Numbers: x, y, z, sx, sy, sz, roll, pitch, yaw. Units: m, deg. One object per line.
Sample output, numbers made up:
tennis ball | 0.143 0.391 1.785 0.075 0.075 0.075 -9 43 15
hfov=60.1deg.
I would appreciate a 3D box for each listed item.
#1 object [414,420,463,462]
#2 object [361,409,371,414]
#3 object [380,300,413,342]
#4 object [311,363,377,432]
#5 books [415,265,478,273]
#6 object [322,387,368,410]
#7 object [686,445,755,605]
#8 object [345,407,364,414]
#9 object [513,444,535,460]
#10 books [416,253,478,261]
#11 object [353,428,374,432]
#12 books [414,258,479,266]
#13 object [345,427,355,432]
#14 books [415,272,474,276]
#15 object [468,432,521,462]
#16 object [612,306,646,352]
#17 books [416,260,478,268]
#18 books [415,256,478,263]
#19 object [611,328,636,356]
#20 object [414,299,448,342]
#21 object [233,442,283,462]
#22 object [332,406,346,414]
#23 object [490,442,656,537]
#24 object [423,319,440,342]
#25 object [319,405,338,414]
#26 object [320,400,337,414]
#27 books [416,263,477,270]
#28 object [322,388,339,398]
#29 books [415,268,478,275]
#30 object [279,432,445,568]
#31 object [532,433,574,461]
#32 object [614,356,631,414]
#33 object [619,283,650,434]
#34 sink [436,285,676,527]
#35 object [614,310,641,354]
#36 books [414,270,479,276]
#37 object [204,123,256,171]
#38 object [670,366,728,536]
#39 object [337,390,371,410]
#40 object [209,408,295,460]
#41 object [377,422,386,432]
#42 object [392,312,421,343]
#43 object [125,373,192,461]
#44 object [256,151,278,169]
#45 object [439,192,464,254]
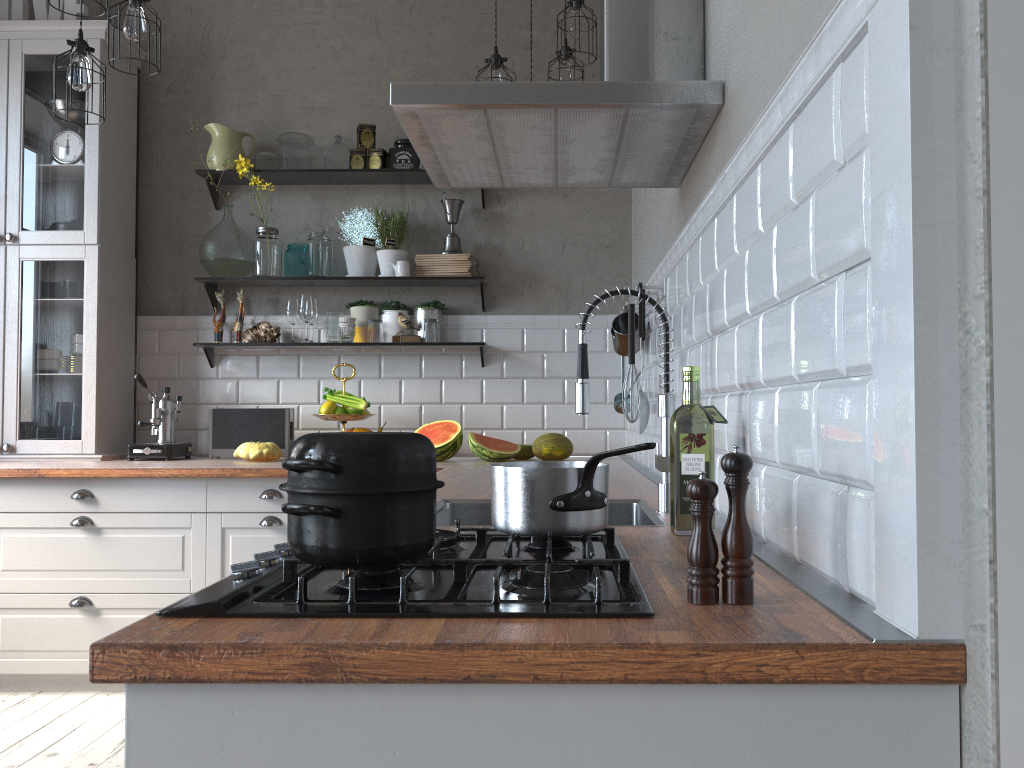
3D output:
object | -0.323 0.239 3.708 0.232 0.174 0.221 -1 -2 23
object | -0.648 0.129 3.895 0.052 0.050 0.049 0 -2 11
object | -0.545 -0.287 4.135 0.170 0.214 0.150 -1 -2 31
object | -0.738 0.120 3.886 0.355 0.425 0.348 0 -2 -13
books | -0.302 -0.530 4.105 0.260 0.011 0.158 0 -2 7
object | -0.725 0.063 3.862 0.210 0.101 0.067 0 -2 7
object | 0.223 0.149 0.950 0.073 0.167 0.036 0 -2 1
object | -0.690 0.130 3.865 0.077 0.062 0.099 1 -2 -25
object | 0.040 0.293 3.827 0.204 0.073 0.118 1 -2 -35
books | -0.302 -0.584 4.106 0.260 0.011 0.158 0 -2 7
object | -0.639 0.220 3.905 0.127 0.056 0.059 0 -2 -7
books | -0.302 -0.562 4.106 0.258 0.016 0.159 -1 -2 14
object | -0.715 0.239 3.947 0.085 0.093 0.086 0 -2 -2
books | -0.302 -0.497 4.104 0.260 0.011 0.158 0 -2 7
object | -0.067 0.261 3.655 0.227 0.127 0.147 0 -2 -16
object | 0.408 -0.193 3.069 0.107 0.161 0.138 -1 -2 19
books | -0.302 -0.551 4.105 0.260 0.011 0.158 0 -2 7
books | -0.302 -0.573 4.106 0.259 0.016 0.159 0 -2 10
object | 0.430 -0.185 3.325 0.107 0.161 0.138 0 -2 14
object | -0.379 -0.285 4.142 0.159 0.213 0.153 0 -2 -1
object | -1.065 0.283 3.718 0.197 0.083 0.189 0 -2 2
object | -0.748 0.128 3.831 0.063 0.061 0.066 0 -2 2
object | 0.107 0.146 1.263 0.297 0.134 0.178 -1 -2 36
object | -0.367 -0.240 4.026 0.078 0.108 0.077 0 -2 -5
object | -0.801 0.123 3.892 0.096 0.078 0.100 0 -2 -11
object | -0.790 0.105 3.818 0.058 0.069 0.080 -1 -2 21
books | -0.302 -0.541 4.105 0.260 0.011 0.158 0 -2 4
object | -0.791 0.042 3.868 0.074 0.058 0.050 1 -2 -22
books | -0.302 -0.519 4.104 0.259 0.016 0.159 0 -2 10
object | -0.174 0.131 1.037 0.193 0.147 0.190 1 -2 -19
object | 0.174 0.268 3.777 0.208 0.119 0.129 1 -2 -36
object | 0.450 -0.068 3.581 0.077 0.379 0.082 0 -2 2
object | 0.366 -0.071 2.696 0.081 0.443 0.329 0 -2 3
sink | 0.085 0.154 1.823 0.528 0.720 0.486 0 -2 2
object | 0.424 -0.189 3.196 0.108 0.161 0.137 0 -2 4
books | -0.302 -0.508 4.104 0.258 0.016 0.159 -1 -2 14
object | -1.303 -1.071 4.071 0.189 0.216 0.175 -1 -2 15
object | 0.313 0.111 1.482 0.089 0.282 0.082 0 -2 2
object | -0.693 0.075 3.929 0.178 0.096 0.089 -1 -2 21
object | -1.151 0.219 3.923 0.351 0.226 0.088 0 -2 1
object | -0.612 0.226 3.897 0.060 0.120 0.127 -1 -2 26
object | -0.475 -0.256 4.046 0.120 0.147 0.099 1 -2 -31
object | -1.545 0.145 3.842 0.205 0.370 0.353 0 -2 2
object | -1.141 -1.016 4.126 0.103 0.111 0.103 0 -2 1
object | -0.277 -0.732 4.107 0.132 0.287 0.129 0 -2 -13
